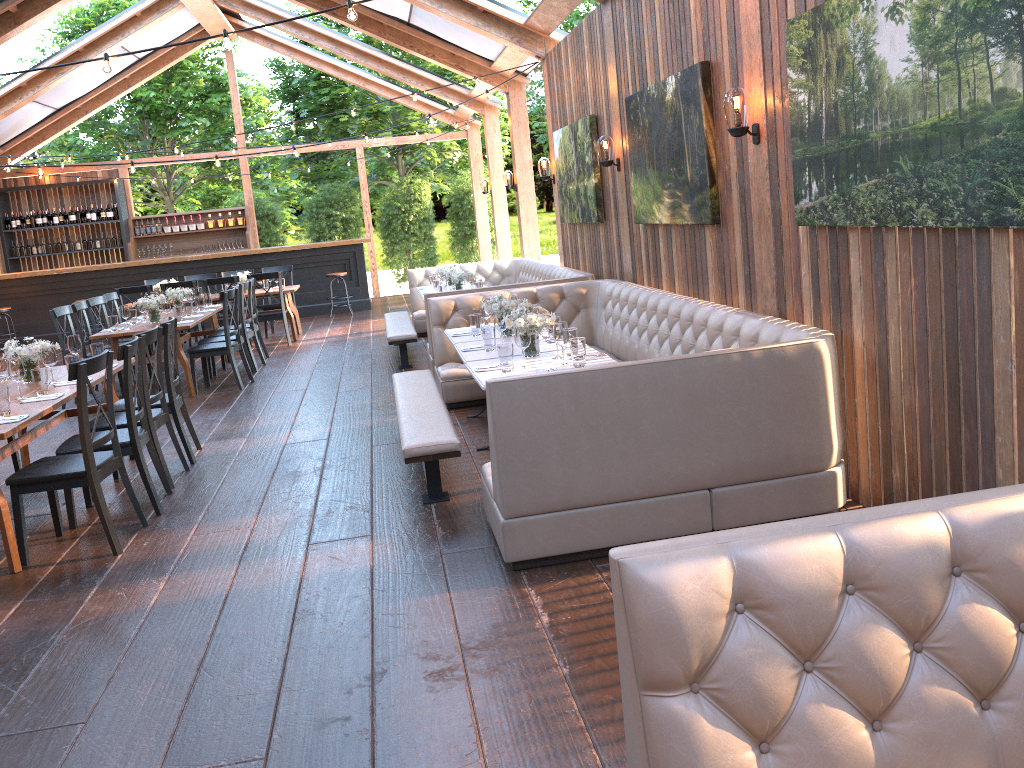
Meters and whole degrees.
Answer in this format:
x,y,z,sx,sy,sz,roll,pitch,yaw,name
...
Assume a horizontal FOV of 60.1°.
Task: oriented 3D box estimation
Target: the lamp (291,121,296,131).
x,y,z,sx,sy,sz,roll,pitch,yaw,name
-2.621,-3.087,10.578,0.057,0.119,0.056,-11,10,-32,lamp

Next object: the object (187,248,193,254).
x,y,z,sx,sy,sz,roll,pitch,yaw,name
-6.324,-2.608,17.368,0.124,0.095,0.125,-9,11,-19,object

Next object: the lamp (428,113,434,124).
x,y,z,sx,sy,sz,roll,pitch,yaw,name
-0.864,-2.846,9.493,0.056,0.118,0.060,-2,9,23,lamp

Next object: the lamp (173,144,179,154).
x,y,z,sx,sy,sz,roll,pitch,yaw,name
-4.099,-2.871,10.798,0.057,0.119,0.057,-8,9,-14,lamp

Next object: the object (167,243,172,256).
x,y,z,sx,sy,sz,roll,pitch,yaw,name
-6.712,-2.647,17.378,0.093,0.242,0.092,-11,10,-33,object

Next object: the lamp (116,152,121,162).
x,y,z,sx,sy,sz,roll,pitch,yaw,name
-4.856,-2.799,10.916,0.057,0.120,0.056,-12,11,-39,lamp

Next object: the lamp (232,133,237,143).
x,y,z,sx,sy,sz,roll,pitch,yaw,name
-3.359,-2.968,10.684,0.056,0.120,0.057,-5,8,6,lamp

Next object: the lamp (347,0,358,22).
x,y,z,sx,sy,sz,roll,pitch,yaw,name
-0.909,-2.119,5.019,0.056,0.120,0.057,-5,8,4,lamp

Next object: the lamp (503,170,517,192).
x,y,z,sx,sy,sz,roll,pitch,yaw,name
-0.035,-2.968,12.952,0.178,0.317,0.147,-7,8,-8,lamp

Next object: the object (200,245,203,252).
x,y,z,sx,sy,sz,roll,pitch,yaw,name
-6.098,-2.663,17.444,0.097,0.133,0.098,-9,10,-21,object

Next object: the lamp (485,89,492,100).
x,y,z,sx,sy,sz,roll,pitch,yaw,name
-0.258,-3.208,9.804,0.068,0.116,0.057,-6,8,-1,lamp

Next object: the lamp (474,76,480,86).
x,y,z,sx,sy,sz,roll,pitch,yaw,name
-0.404,-3.501,10.217,0.057,0.117,0.064,-11,10,-34,lamp

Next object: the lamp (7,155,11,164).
x,y,z,sx,sy,sz,roll,pitch,yaw,name
-7.037,-3.143,12.371,0.059,0.118,0.057,0,10,35,lamp

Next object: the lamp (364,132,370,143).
x,y,z,sx,sy,sz,roll,pitch,yaw,name
-1.506,-2.556,9.179,0.056,0.119,0.057,-7,8,-11,lamp

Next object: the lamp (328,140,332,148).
x,y,z,sx,sy,sz,roll,pitch,yaw,name
-2.946,-3.881,14.305,0.056,0.120,0.057,-4,8,8,lamp

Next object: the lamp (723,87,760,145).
x,y,z,sx,sy,sz,roll,pitch,yaw,name
1.253,-1.469,4.856,0.178,0.317,0.147,-7,8,-8,lamp

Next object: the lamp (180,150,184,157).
x,y,z,sx,sy,sz,roll,pitch,yaw,name
-4.972,-3.472,13.323,0.056,0.119,0.057,-6,8,-2,lamp

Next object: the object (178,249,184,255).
x,y,z,sx,sy,sz,roll,pitch,yaw,name
-6.462,-2.579,17.291,0.124,0.095,0.125,-5,10,3,object

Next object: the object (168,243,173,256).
x,y,z,sx,sy,sz,roll,pitch,yaw,name
-6.655,-2.633,17.279,0.093,0.242,0.092,-11,10,-33,object

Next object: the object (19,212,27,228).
x,y,z,sx,sy,sz,roll,pitch,yaw,name
-9.266,-3.087,16.723,0.136,0.313,0.137,2,11,43,object

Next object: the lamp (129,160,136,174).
x,y,z,sx,sy,sz,roll,pitch,yaw,name
-3.520,-2.011,8.199,0.056,0.119,0.057,-6,8,-3,lamp

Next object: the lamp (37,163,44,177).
x,y,z,sx,sy,sz,roll,pitch,yaw,name
-4.195,-1.904,7.861,0.056,0.119,0.057,-4,8,11,lamp

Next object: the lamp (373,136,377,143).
x,y,z,sx,sy,sz,roll,pitch,yaw,name
-2.273,-4.048,14.638,0.056,0.120,0.057,-8,9,-15,lamp

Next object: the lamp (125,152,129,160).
x,y,z,sx,sy,sz,roll,pitch,yaw,name
-5.665,-3.348,13.010,0.056,0.119,0.057,1,10,37,lamp

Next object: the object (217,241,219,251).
x,y,z,sx,sy,sz,roll,pitch,yaw,name
-5.720,-2.694,17.288,0.074,0.179,0.074,-11,10,-34,object

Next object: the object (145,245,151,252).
x,y,z,sx,sy,sz,roll,pitch,yaw,name
-7.079,-2.579,17.218,0.092,0.242,0.093,-4,8,12,object

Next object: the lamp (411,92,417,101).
x,y,z,sx,sy,sz,roll,pitch,yaw,name
-1.138,-3.353,10.320,0.056,0.113,0.076,-7,9,-10,lamp

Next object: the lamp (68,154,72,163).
x,y,z,sx,sy,sz,roll,pitch,yaw,name
-6.350,-3.235,12.690,0.056,0.119,0.057,2,11,41,lamp

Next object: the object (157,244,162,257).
x,y,z,sx,sy,sz,roll,pitch,yaw,name
-6.860,-2.607,17.251,0.093,0.242,0.092,-11,10,-33,object

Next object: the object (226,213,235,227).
x,y,z,sx,sy,sz,roll,pitch,yaw,name
-5.557,-3.240,17.475,0.176,0.286,0.110,-8,8,-13,object

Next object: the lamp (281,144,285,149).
x,y,z,sx,sy,sz,roll,pitch,yaw,name
-3.621,-3.737,13.979,0.056,0.120,0.057,-4,8,11,lamp

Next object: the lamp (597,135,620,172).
x,y,z,sx,sy,sz,roll,pitch,yaw,name
0.821,-1.972,7.573,0.178,0.317,0.147,-7,8,-8,lamp

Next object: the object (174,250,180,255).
x,y,z,sx,sy,sz,roll,pitch,yaw,name
-6.575,-2.590,17.403,0.124,0.095,0.125,-5,10,3,object

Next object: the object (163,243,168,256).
x,y,z,sx,sy,sz,roll,pitch,yaw,name
-6.758,-2.618,17.255,0.093,0.242,0.092,-11,10,-33,object

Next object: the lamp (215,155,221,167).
x,y,z,sx,sy,sz,roll,pitch,yaw,name
-2.835,-2.148,8.520,0.056,0.120,0.057,-7,8,-9,lamp

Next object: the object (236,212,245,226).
x,y,z,sx,sy,sz,roll,pitch,yaw,name
-5.379,-3.270,17.535,0.176,0.286,0.110,-6,8,-3,object

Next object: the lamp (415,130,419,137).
x,y,z,sx,sy,sz,roll,pitch,yaw,name
-1.607,-4.243,14.966,0.056,0.120,0.056,-10,10,-30,lamp

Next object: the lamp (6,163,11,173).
x,y,z,sx,sy,sz,roll,pitch,yaw,name
-6.355,-2.721,11.150,0.056,0.120,0.057,-2,9,25,lamp

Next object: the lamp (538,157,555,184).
x,y,z,sx,sy,sz,roll,pitch,yaw,name
0.394,-2.468,10.254,0.178,0.317,0.147,-7,8,-8,lamp

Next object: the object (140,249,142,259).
x,y,z,sx,sy,sz,roll,pitch,yaw,name
-7.193,-2.518,17.118,0.070,0.184,0.070,-6,8,-4,object

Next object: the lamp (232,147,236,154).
x,y,z,sx,sy,sz,roll,pitch,yaw,name
-4.298,-3.603,13.654,0.056,0.120,0.057,-3,9,17,lamp

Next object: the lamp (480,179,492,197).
x,y,z,sx,sy,sz,roll,pitch,yaw,name
-0.466,-3.469,15.660,0.178,0.317,0.147,-7,8,-8,lamp

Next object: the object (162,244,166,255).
x,y,z,sx,sy,sz,roll,pitch,yaw,name
-6.811,-2.634,17.360,0.093,0.242,0.092,-11,10,-33,object

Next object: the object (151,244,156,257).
x,y,z,sx,sy,sz,roll,pitch,yaw,name
-6.966,-2.592,17.228,0.092,0.242,0.093,-4,8,12,object

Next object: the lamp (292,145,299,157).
x,y,z,sx,sy,sz,roll,pitch,yaw,name
-2.159,-2.327,8.848,0.056,0.119,0.057,2,11,41,lamp

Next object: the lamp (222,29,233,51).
x,y,z,sx,sy,sz,roll,pitch,yaw,name
-1.651,-1.995,5.128,0.056,0.120,0.057,-5,8,1,lamp

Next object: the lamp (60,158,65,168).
x,y,z,sx,sy,sz,roll,pitch,yaw,name
-5.604,-2.750,11.023,0.057,0.118,0.059,-10,9,-28,lamp

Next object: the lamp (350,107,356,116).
x,y,z,sx,sy,sz,roll,pitch,yaw,name
-1.881,-3.211,10.432,0.075,0.113,0.057,1,11,37,lamp

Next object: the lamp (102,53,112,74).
x,y,z,sx,sy,sz,roll,pitch,yaw,name
-2.401,-1.898,5.233,0.056,0.120,0.057,0,10,32,lamp

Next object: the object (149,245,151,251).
x,y,z,sx,sy,sz,roll,pitch,yaw,name
-7.110,-2.595,17.313,0.093,0.242,0.092,-11,10,-33,object

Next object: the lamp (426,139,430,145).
x,y,z,sx,sy,sz,roll,pitch,yaw,name
-1.488,-4.300,15.721,0.056,0.119,0.057,-6,8,0,lamp

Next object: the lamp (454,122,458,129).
x,y,z,sx,sy,sz,roll,pitch,yaw,name
-0.971,-4.475,15.299,0.056,0.116,0.067,-6,9,-1,lamp
